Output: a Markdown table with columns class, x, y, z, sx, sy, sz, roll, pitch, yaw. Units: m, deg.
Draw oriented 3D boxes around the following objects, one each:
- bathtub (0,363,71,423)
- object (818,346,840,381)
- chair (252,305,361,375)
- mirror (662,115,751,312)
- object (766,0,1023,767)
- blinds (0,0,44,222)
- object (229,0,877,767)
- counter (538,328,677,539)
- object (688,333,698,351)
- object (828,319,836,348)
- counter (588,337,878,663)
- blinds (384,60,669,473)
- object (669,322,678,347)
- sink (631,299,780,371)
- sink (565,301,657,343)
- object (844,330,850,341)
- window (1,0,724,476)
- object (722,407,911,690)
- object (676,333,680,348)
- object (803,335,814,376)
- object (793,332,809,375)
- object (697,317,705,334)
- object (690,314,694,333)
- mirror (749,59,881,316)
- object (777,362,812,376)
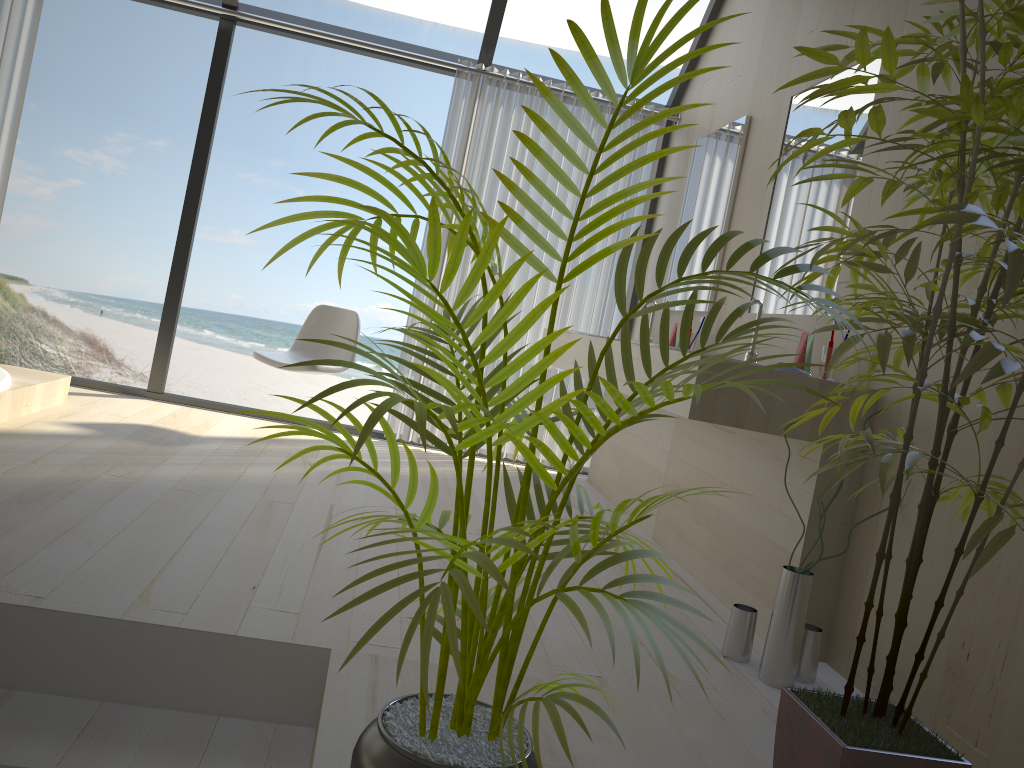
| class | x | y | z | sx | sy | sz | roll | pitch | yaw |
| --- | --- | --- | --- | --- | --- | --- | --- | --- | --- |
| bathtub | -2.832 | -0.058 | 3.174 | 1.818 | 0.698 | 1.652 | 11 | 3 | -9 |
| object | 0.927 | -0.057 | 2.590 | 0.058 | 0.100 | 0.058 | 11 | 1 | 2 |
| chair | -0.983 | -0.223 | 4.350 | 0.370 | 0.347 | 0.453 | 12 | 3 | 20 |
| mirror | 0.898 | -0.769 | 4.168 | 0.023 | 0.868 | 0.655 | 11 | 2 | -9 |
| object | 0.728 | -0.064 | 1.339 | 0.789 | 1.755 | 0.933 | 11 | 1 | 16 |
| blinds | -3.075 | -1.217 | 4.376 | 1.181 | 2.069 | 0.084 | 11 | 0 | -8 |
| object | -0.049 | 0.084 | 1.193 | 0.920 | 1.156 | 0.748 | 12 | 2 | 25 |
| counter | 0.448 | 0.192 | 4.222 | 0.549 | 0.790 | 1.209 | 11 | 3 | -9 |
| object | 0.759 | -0.168 | 3.784 | 0.058 | 0.100 | 0.058 | 11 | 1 | -2 |
| object | 0.920 | -0.099 | 2.564 | 0.012 | 0.178 | 0.049 | 11 | 1 | 31 |
| counter | 0.616 | 0.304 | 3.029 | 0.549 | 0.790 | 1.209 | 11 | 3 | -9 |
| blinds | 0.085 | -0.621 | 4.842 | 1.181 | 2.069 | 0.084 | 11 | 0 | -8 |
| object | 0.704 | -0.202 | 3.865 | 0.039 | 0.135 | 0.038 | 12 | 1 | 40 |
| sink | 0.655 | -0.108 | 2.986 | 0.503 | 0.419 | 0.575 | 11 | 3 | -5 |
| sink | 0.487 | -0.220 | 4.180 | 0.503 | 0.419 | 0.575 | 11 | 3 | -5 |
| object | 0.950 | -0.094 | 2.585 | 0.054 | 0.175 | 0.012 | 11 | 0 | 17 |
| window | -1.393 | -1.235 | 4.417 | 4.552 | 2.812 | 0.747 | 11 | 1 | -8 |
| object | 0.827 | 0.410 | 2.315 | 0.405 | 0.748 | 0.275 | 11 | 1 | -21 |
| object | 0.755 | -0.199 | 3.966 | 0.039 | 0.135 | 0.038 | 12 | 1 | 40 |
| object | 0.923 | -0.087 | 2.772 | 0.039 | 0.135 | 0.039 | 12 | 1 | 33 |
| object | 0.872 | -0.091 | 2.671 | 0.039 | 0.135 | 0.039 | 12 | 1 | 33 |
| object | 0.781 | -0.205 | 3.778 | 0.054 | 0.175 | 0.012 | 11 | 0 | 17 |
| object | 0.752 | -0.211 | 3.758 | 0.012 | 0.178 | 0.049 | 11 | 1 | 31 |
| mirror | 1.070 | -0.668 | 3.146 | 0.023 | 0.868 | 0.655 | 11 | 2 | -9 |
| object | 0.829 | -0.044 | 2.598 | 0.105 | 0.029 | 0.032 | 13 | 3 | 32 |
